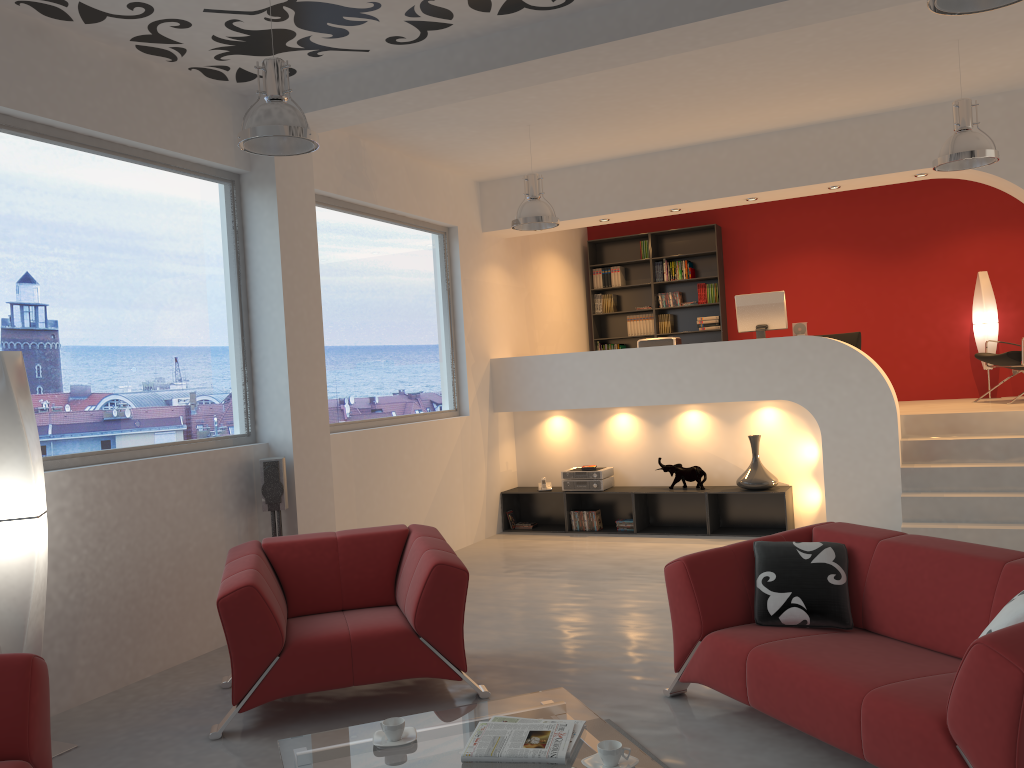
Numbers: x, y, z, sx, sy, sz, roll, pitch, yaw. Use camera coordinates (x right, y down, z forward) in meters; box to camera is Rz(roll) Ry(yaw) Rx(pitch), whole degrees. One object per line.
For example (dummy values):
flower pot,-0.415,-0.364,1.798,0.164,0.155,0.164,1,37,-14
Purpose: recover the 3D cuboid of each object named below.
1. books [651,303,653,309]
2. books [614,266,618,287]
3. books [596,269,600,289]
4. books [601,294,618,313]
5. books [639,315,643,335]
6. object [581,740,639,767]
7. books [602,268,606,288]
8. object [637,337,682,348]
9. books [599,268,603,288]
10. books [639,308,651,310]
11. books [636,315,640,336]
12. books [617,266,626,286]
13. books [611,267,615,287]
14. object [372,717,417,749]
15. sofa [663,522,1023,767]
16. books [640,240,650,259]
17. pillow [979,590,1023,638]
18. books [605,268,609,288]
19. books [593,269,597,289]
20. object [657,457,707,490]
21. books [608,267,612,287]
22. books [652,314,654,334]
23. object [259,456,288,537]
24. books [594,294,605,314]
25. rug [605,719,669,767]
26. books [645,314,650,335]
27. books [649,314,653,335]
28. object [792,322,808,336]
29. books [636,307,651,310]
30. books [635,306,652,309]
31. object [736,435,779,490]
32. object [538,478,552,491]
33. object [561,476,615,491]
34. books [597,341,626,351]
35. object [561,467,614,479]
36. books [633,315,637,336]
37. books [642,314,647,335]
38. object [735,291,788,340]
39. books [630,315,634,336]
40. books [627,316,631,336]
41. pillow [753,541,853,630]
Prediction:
books,1.782,-1.023,11.081,0.063,0.187,0.135,-3,0,26
books,1.349,-1.351,11.256,0.040,0.260,0.200,-3,0,26
books,1.130,-1.338,11.362,0.040,0.260,0.200,-3,0,26
books,1.247,-1.018,11.329,0.146,0.240,0.170,-3,0,26
books,1.652,-0.736,11.131,0.040,0.260,0.200,-3,0,26
object,0.306,1.161,2.768,0.153,0.069,0.153,-4,0,-38
books,1.202,-1.342,11.327,0.040,0.260,0.200,-3,0,26
object,1.501,-0.351,8.843,0.397,0.217,0.458,-3,0,26
books,1.166,-1.340,11.344,0.040,0.260,0.200,-3,0,26
books,1.668,-0.931,11.139,0.190,0.015,0.135,-3,0,26
books,1.615,-0.734,11.149,0.040,0.260,0.200,-3,0,26
books,1.385,-1.353,11.238,0.040,0.260,0.200,-3,0,26
books,1.312,-1.349,11.274,0.040,0.260,0.200,-3,0,26
object,-0.407,1.204,3.071,0.153,0.069,0.153,-4,0,-8
sofa,1.473,1.043,3.449,0.951,0.738,1.929,-4,0,-24
books,1.699,-1.664,11.089,0.146,0.240,0.170,-3,0,26
pillow,1.673,0.855,2.978,0.288,0.343,0.402,-3,0,33
books,1.239,-1.345,11.309,0.040,0.260,0.200,-3,0,26
books,1.093,-1.336,11.379,0.040,0.260,0.200,-3,0,26
object,1.591,0.834,8.315,0.507,0.296,0.191,-3,0,41
books,1.275,-1.347,11.291,0.040,0.260,0.200,-3,0,26
books,1.798,-0.745,11.061,0.040,0.260,0.200,-3,0,26
object,-1.497,1.029,5.674,0.214,1.112,0.229,-4,0,-9
books,1.139,-1.020,11.382,0.090,0.256,0.181,-3,0,26
rug,-0.096,1.509,2.787,1.700,0.025,1.700,-4,0,-19
books,1.725,-0.740,11.096,0.040,0.260,0.200,-3,0,26
books,1.762,-0.742,11.078,0.040,0.260,0.200,-3,0,26
object,2.675,-0.495,8.239,0.133,0.147,0.151,-4,0,9
books,1.675,-0.946,11.135,0.190,0.015,0.135,-3,0,26
books,1.657,-0.960,11.143,0.190,0.015,0.135,-3,0,26
object,2.199,0.705,7.991,0.369,0.481,0.369,-4,0,-9
object,0.326,0.990,8.812,0.130,0.117,0.146,-4,0,1
object,0.744,0.973,8.697,0.430,0.100,0.365,-3,0,26
books,1.279,-0.409,11.310,0.341,0.286,0.231,-3,0,26
object,0.741,0.875,8.704,0.430,0.077,0.349,-3,0,26
books,1.579,-0.732,11.167,0.040,0.260,0.200,-3,0,26
books,1.688,-0.738,11.114,0.040,0.260,0.200,-3,0,26
object,2.348,-0.628,8.336,0.458,0.452,0.230,-3,0,26
books,1.543,-0.729,11.184,0.040,0.260,0.200,-3,0,26
books,1.506,-0.727,11.202,0.040,0.260,0.200,-3,0,26
pillow,1.270,0.876,3.890,0.402,0.343,0.288,-3,0,18
